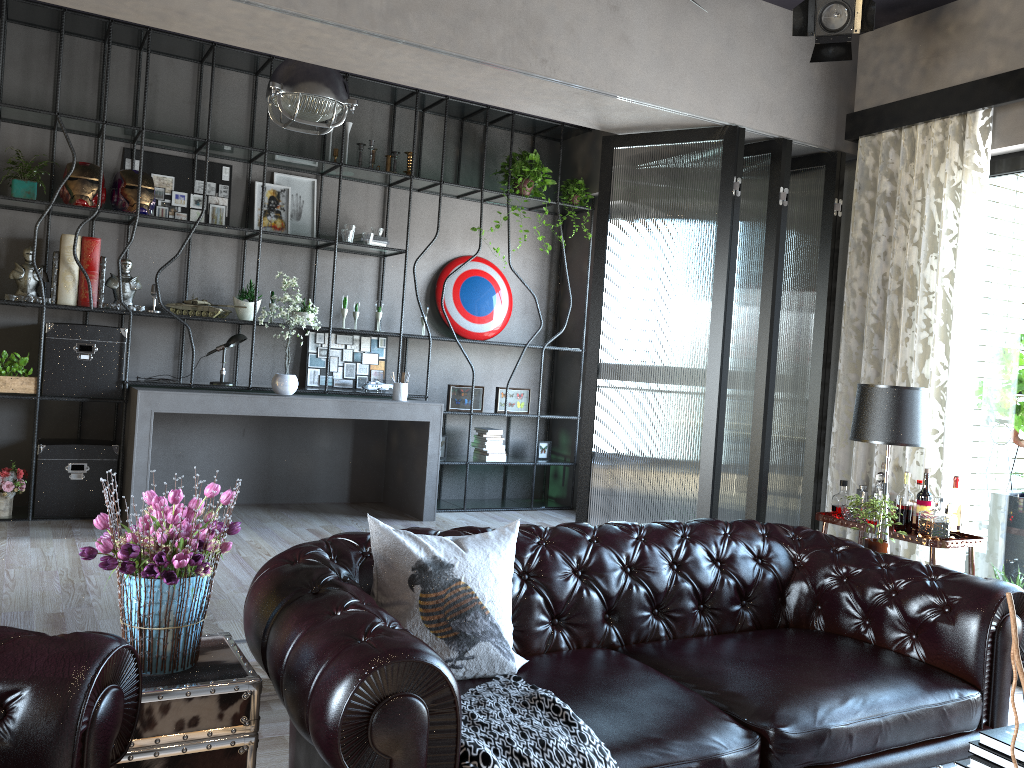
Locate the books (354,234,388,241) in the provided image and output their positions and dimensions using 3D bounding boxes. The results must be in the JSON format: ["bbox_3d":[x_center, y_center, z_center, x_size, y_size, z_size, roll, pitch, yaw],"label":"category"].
[{"bbox_3d":[-1.123,-1.153,7.021,0.225,0.029,0.179,3,1,-37],"label":"books"}]

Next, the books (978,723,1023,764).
[{"bbox_3d":[1.327,0.893,2.160,0.251,0.030,0.237,3,1,-27],"label":"books"}]

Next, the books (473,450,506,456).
[{"bbox_3d":[-0.187,0.579,7.446,0.175,0.023,0.249,3,1,-33],"label":"books"}]

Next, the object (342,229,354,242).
[{"bbox_3d":[-1.241,-1.109,6.678,0.092,0.099,0.092,4,1,9],"label":"object"}]

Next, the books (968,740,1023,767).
[{"bbox_3d":[1.325,0.921,2.161,0.282,0.026,0.266,3,1,-27],"label":"books"}]

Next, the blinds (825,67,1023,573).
[{"bbox_3d":[2.743,0.009,3.722,0.200,2.974,3.412,4,1,-29],"label":"blinds"}]

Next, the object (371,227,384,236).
[{"bbox_3d":[-1.068,-1.198,7.023,0.103,0.068,0.103,3,1,-36],"label":"object"}]

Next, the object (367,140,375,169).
[{"bbox_3d":[-1.084,-1.749,6.815,0.100,0.243,0.100,4,0,-20],"label":"object"}]

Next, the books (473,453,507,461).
[{"bbox_3d":[-0.189,0.612,7.443,0.192,0.043,0.248,3,1,-29],"label":"books"}]

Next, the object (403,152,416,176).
[{"bbox_3d":[-0.811,-1.727,6.994,0.130,0.232,0.130,4,1,38],"label":"object"}]

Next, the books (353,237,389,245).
[{"bbox_3d":[-1.120,-1.127,7.031,0.243,0.024,0.175,3,1,-33],"label":"books"}]

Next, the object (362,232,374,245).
[{"bbox_3d":[-1.099,-1.101,6.757,0.093,0.099,0.092,4,1,19],"label":"object"}]

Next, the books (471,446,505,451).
[{"bbox_3d":[-0.202,0.536,7.447,0.192,0.014,0.255,3,1,-26],"label":"books"}]

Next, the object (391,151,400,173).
[{"bbox_3d":[-0.930,-1.737,7.040,0.084,0.233,0.084,4,1,42],"label":"object"}]

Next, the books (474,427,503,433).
[{"bbox_3d":[-0.197,0.385,7.441,0.159,0.024,0.201,3,1,-39],"label":"books"}]

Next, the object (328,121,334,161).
[{"bbox_3d":[-1.417,-1.848,6.913,0.128,0.390,0.128,4,0,29],"label":"object"}]

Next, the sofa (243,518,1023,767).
[{"bbox_3d":[0.426,0.957,2.949,2.565,0.838,1.240,3,1,-30],"label":"sofa"}]

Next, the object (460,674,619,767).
[{"bbox_3d":[0.096,1.125,1.827,0.562,0.569,1.700,4,1,-9],"label":"object"}]

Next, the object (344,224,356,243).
[{"bbox_3d":[-1.247,-1.140,6.792,0.087,0.155,0.087,4,1,-16],"label":"object"}]

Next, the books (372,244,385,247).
[{"bbox_3d":[-1.124,-1.074,7.023,0.243,0.034,0.179,5,2,44],"label":"books"}]

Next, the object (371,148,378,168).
[{"bbox_3d":[-1.099,-1.745,7.001,0.080,0.226,0.080,4,0,34],"label":"object"}]

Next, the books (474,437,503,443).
[{"bbox_3d":[-0.197,0.469,7.451,0.155,0.022,0.205,3,1,-34],"label":"books"}]

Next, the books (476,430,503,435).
[{"bbox_3d":[-0.193,0.407,7.451,0.155,0.020,0.205,3,1,-29],"label":"books"}]

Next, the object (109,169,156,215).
[{"bbox_3d":[-2.579,-1.304,6.064,0.280,0.327,0.399,3,1,-39],"label":"object"}]

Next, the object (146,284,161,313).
[{"bbox_3d":[-2.449,-0.587,6.075,0.093,0.200,0.093,4,1,-34],"label":"object"}]

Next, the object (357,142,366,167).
[{"bbox_3d":[-1.171,-1.750,6.850,0.084,0.233,0.084,4,0,-2],"label":"object"}]

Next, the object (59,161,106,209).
[{"bbox_3d":[-2.857,-1.321,5.909,0.280,0.327,0.399,4,1,-24],"label":"object"}]

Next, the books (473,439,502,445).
[{"bbox_3d":[-0.204,0.490,7.450,0.158,0.021,0.224,3,1,-29],"label":"books"}]

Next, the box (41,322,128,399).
[{"bbox_3d":[-2.889,-0.163,5.980,0.488,0.481,0.374,4,1,-29],"label":"box"}]

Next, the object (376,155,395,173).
[{"bbox_3d":[-0.962,-1.696,6.895,0.189,0.152,0.189,4,1,-6],"label":"object"}]

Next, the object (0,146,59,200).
[{"bbox_3d":[-3.164,-1.341,5.756,0.295,0.339,0.324,4,1,17],"label":"object"}]

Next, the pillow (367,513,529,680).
[{"bbox_3d":[-0.186,0.626,2.672,0.528,0.469,0.283,4,1,-26],"label":"pillow"}]

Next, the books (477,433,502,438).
[{"bbox_3d":[-0.188,0.428,7.439,0.162,0.023,0.231,4,1,-13],"label":"books"}]

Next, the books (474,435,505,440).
[{"bbox_3d":[-0.193,0.449,7.446,0.174,0.019,0.244,3,1,-29],"label":"books"}]

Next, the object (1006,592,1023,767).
[{"bbox_3d":[1.168,0.697,1.945,0.156,0.583,0.185,4,0,-29],"label":"object"}]

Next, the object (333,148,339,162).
[{"bbox_3d":[-1.330,-1.706,6.678,0.135,0.129,0.135,5,1,34],"label":"object"}]

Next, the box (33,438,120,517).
[{"bbox_3d":[-2.944,0.621,5.984,0.488,0.481,0.374,4,1,-29],"label":"box"}]

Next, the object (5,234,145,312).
[{"bbox_3d":[-2.905,-0.747,5.940,0.833,0.466,0.290,3,1,-29],"label":"object"}]

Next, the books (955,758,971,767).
[{"bbox_3d":[1.321,0.977,2.161,0.324,0.035,0.306,3,1,-29],"label":"books"}]

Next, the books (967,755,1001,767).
[{"bbox_3d":[1.329,0.947,2.150,0.315,0.026,0.270,3,1,-29],"label":"books"}]

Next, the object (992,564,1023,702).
[{"bbox_3d":[2.278,1.074,3.799,0.577,0.825,0.621,4,1,10],"label":"object"}]

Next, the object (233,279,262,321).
[{"bbox_3d":[-1.913,-0.609,6.432,0.193,0.305,0.136,4,0,5],"label":"object"}]

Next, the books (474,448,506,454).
[{"bbox_3d":[-0.186,0.556,7.446,0.175,0.023,0.249,3,1,-28],"label":"books"}]

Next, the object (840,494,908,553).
[{"bbox_3d":[1.582,0.653,3.897,0.270,0.363,0.297,4,1,16],"label":"object"}]

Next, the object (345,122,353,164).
[{"bbox_3d":[-1.285,-1.838,6.905,0.128,0.390,0.128,4,0,20],"label":"object"}]

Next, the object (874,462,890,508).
[{"bbox_3d":[1.968,0.578,4.718,0.073,0.320,0.073,4,0,-38],"label":"object"}]

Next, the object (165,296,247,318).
[{"bbox_3d":[-2.179,-0.558,6.354,0.577,0.170,0.206,4,1,6],"label":"object"}]

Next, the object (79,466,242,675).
[{"bbox_3d":[-0.863,0.456,2.211,0.349,0.484,0.352,4,1,2],"label":"object"}]

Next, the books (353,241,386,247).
[{"bbox_3d":[-1.132,-1.104,7.024,0.227,0.024,0.166,5,1,40],"label":"books"}]

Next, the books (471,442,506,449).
[{"bbox_3d":[-0.201,0.515,7.445,0.193,0.028,0.245,3,1,-34],"label":"books"}]
